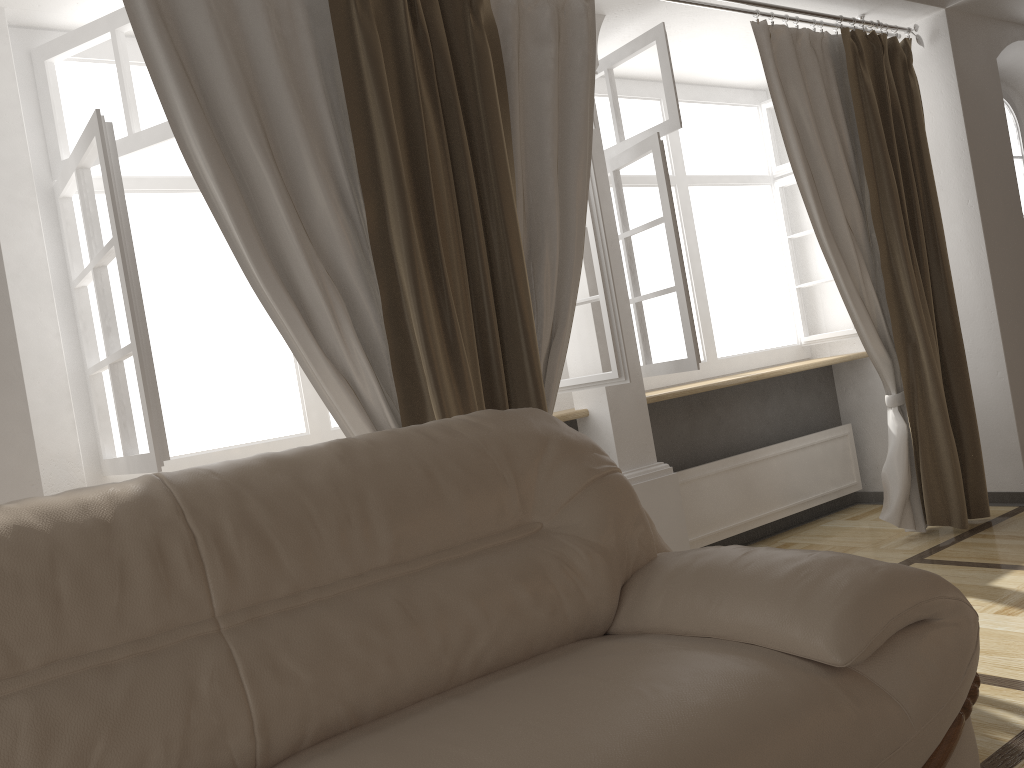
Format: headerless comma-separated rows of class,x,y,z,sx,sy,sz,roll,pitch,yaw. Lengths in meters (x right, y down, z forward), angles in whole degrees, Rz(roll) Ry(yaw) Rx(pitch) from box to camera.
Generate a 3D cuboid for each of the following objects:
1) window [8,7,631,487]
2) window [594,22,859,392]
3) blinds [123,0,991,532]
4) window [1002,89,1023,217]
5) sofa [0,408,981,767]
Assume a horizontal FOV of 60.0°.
window,-0.566,-0.517,3.000,1.759,1.500,0.784,-10,0,-36
window,1.036,-0.792,4.146,1.653,1.500,0.782,-10,0,-36
blinds,-0.233,-0.171,2.472,5.765,2.294,0.285,-10,0,-36
window,2.592,-1.198,4.726,0.600,0.784,0.050,-10,0,-36
sofa,-0.356,0.564,1.270,2.135,0.900,1.051,-10,0,-36
